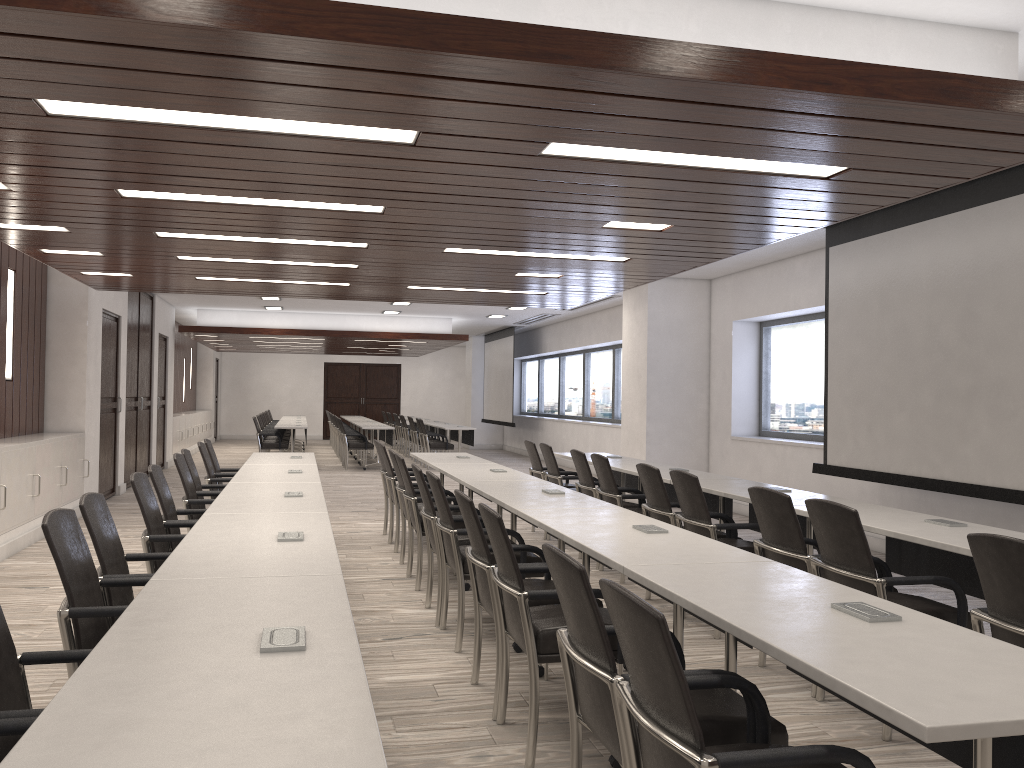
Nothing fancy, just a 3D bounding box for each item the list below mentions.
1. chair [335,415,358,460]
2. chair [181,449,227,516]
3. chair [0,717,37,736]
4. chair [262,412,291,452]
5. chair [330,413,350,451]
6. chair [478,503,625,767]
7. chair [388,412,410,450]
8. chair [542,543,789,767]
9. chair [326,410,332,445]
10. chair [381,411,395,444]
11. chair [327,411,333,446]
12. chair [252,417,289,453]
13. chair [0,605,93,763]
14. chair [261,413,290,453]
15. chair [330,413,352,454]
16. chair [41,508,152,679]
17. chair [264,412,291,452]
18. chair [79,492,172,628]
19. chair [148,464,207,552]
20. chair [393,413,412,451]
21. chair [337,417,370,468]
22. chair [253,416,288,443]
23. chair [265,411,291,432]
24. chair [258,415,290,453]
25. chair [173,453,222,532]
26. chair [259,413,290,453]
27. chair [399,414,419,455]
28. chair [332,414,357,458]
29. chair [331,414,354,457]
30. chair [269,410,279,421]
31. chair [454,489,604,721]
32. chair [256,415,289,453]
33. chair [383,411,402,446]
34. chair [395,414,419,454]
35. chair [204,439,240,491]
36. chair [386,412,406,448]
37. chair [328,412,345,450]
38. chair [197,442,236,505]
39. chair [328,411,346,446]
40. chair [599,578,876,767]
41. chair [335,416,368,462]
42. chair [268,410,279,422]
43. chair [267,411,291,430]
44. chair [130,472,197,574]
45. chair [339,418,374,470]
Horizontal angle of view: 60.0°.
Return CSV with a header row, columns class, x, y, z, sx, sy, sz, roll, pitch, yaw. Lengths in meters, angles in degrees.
class,x,y,z,sx,sy,sz,roll,pitch,yaw
chair,-3.338,1.116,18.266,0.638,0.939,0.513,1,-1,-14
chair,-2.132,0.953,6.603,0.638,0.939,0.513,1,-1,-14
chair,-0.955,0.894,1.670,0.638,0.939,0.513,1,-1,-13
chair,-5.415,1.117,20.362,0.638,0.939,0.513,1,-1,-13
chair,-4.049,1.152,21.232,0.638,0.939,0.513,1,-1,-13
chair,0.186,0.939,3.493,0.638,0.939,0.513,1,-1,-13
chair,-2.834,1.191,22.541,0.638,0.939,0.513,1,-1,-14
chair,0.412,0.928,2.529,0.638,0.939,0.513,1,-1,-14
chair,-4.763,1.187,24.185,0.638,0.939,0.513,1,-1,-14
chair,-3.300,1.215,24.531,0.638,0.939,0.513,1,-1,-13
chair,-4.627,1.181,23.684,0.638,0.939,0.513,1,-1,-13
chair,-4.339,1.064,15.927,0.638,0.939,0.513,1,-1,-12
chair,-1.065,0.900,2.182,0.638,0.939,0.513,1,-1,-14
chair,-5.172,1.106,19.383,0.638,0.939,0.513,1,-1,-13
chair,-3.937,1.145,20.720,0.638,0.939,0.513,1,-1,-13
chair,-1.298,0.911,3.135,0.638,0.939,0.513,1,-1,-13
chair,-5.521,1.124,20.876,0.638,0.939,0.513,1,-1,-14
chair,-1.429,0.917,3.653,0.638,0.939,0.513,1,-1,-14
chair,-1.768,0.935,5.132,0.638,0.939,0.513,1,-1,-14
chair,-2.585,1.180,21.574,0.638,0.939,0.513,1,-1,-14
chair,-3.003,1.098,16.793,0.638,0.939,0.513,1,-1,-14
chair,-4.469,1.070,16.433,0.638,0.939,0.513,1,-1,-14
chair,-5.764,1.135,21.844,0.638,0.939,0.513,1,-1,-14
chair,-4.823,1.088,17.927,0.638,0.939,0.513,1,-1,-13
chair,-1.997,0.947,6.100,0.638,0.939,0.513,1,-1,-13
chair,-5.059,1.100,18.877,0.638,0.939,0.513,1,-1,-13
chair,-2.248,1.162,20.091,0.638,0.939,0.513,1,-1,-13
chair,-3.580,1.128,19.238,0.638,0.939,0.513,1,-1,-13
chair,-3.703,1.134,19.740,0.638,0.939,0.513,1,-1,-13
chair,-6.234,1.159,23.834,0.638,0.939,0.513,1,-1,-13
chair,0.056,0.945,3.997,0.638,0.939,0.513,1,-1,-14
chair,-4.700,1.082,17.409,0.638,0.939,0.513,1,-1,-14
chair,-3.188,1.209,24.022,0.638,0.939,0.513,1,-1,-12
chair,-2.470,1.173,21.061,0.638,0.939,0.513,1,-1,-13
chair,-2.483,0.971,8.094,0.638,0.939,0.513,1,-1,-14
chair,-2.955,1.197,23.060,0.638,0.939,0.513,1,-1,-13
chair,-4.285,1.163,22.204,0.638,0.939,0.513,1,-1,-13
chair,-2.359,0.964,7.579,0.638,0.939,0.513,1,-1,-14
chair,-4.399,1.170,22.711,0.638,0.939,0.513,1,-1,-13
chair,0.533,0.922,2.027,0.638,0.939,0.513,1,-1,-13
chair,-3.219,1.110,17.760,0.638,0.939,0.513,1,-1,-14
chair,-6.109,1.153,23.325,0.638,0.939,0.513,1,-1,-14
chair,-5.886,1.141,22.355,0.638,0.939,0.513,1,-1,-13
chair,-1.645,0.929,4.616,0.638,0.939,0.513,1,-1,-13
chair,-2.868,1.092,16.278,0.638,0.939,0.513,1,-1,-14
